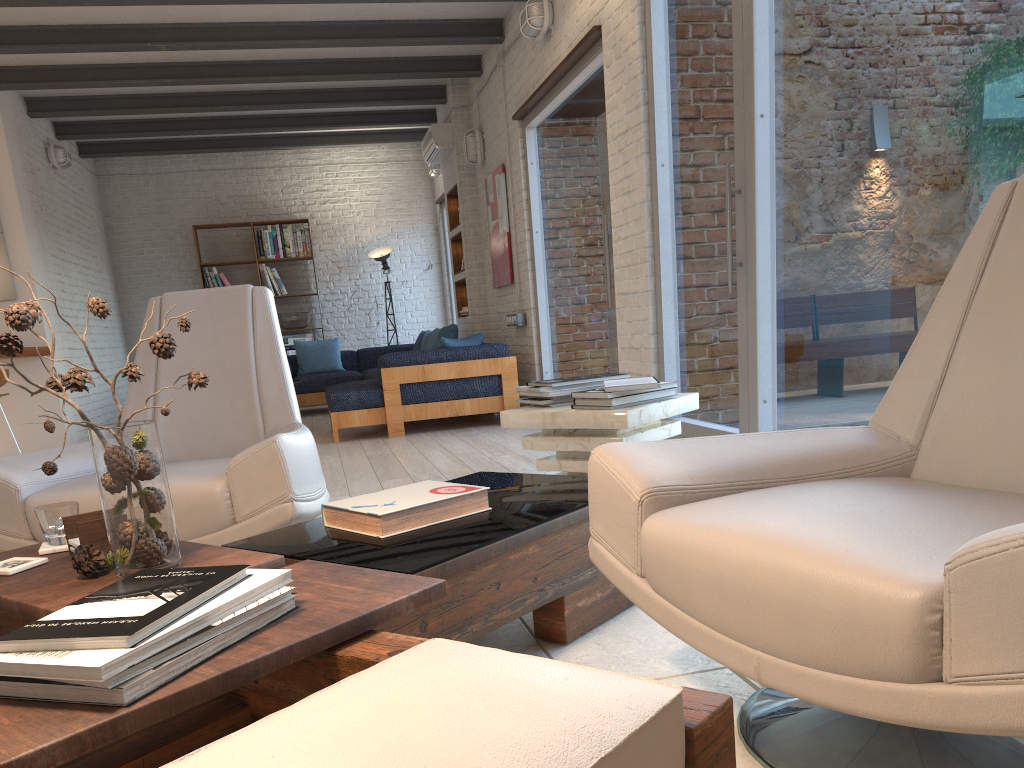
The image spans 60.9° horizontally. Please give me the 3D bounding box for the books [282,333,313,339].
[{"bbox_3d":[-2.645,-0.587,10.730,0.378,0.037,0.238,-6,4,-12],"label":"books"}]

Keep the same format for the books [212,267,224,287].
[{"bbox_3d":[-3.474,-1.192,10.406,0.121,0.394,0.236,-7,11,-12],"label":"books"}]

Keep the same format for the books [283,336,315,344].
[{"bbox_3d":[-2.638,-0.536,10.748,0.377,0.066,0.239,-6,5,-17],"label":"books"}]

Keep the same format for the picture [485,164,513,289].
[{"bbox_3d":[-0.119,-1.352,7.653,0.019,0.991,0.722,-8,11,-13],"label":"picture"}]

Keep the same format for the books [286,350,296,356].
[{"bbox_3d":[-2.620,-0.393,10.765,0.375,0.066,0.240,-7,5,-25],"label":"books"}]

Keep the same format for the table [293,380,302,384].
[{"bbox_3d":[-2.554,0.226,8.263,1.074,0.460,1.782,-5,5,-7],"label":"table"}]

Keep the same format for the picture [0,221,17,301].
[{"bbox_3d":[-4.459,-1.175,7.032,0.652,1.049,0.019,-7,14,-11],"label":"picture"}]

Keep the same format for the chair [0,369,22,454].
[{"bbox_3d":[-3.422,0.311,5.686,0.421,0.800,0.391,-7,12,-12],"label":"chair"}]

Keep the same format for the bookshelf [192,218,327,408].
[{"bbox_3d":[-2.990,-0.795,10.587,1.312,2.275,0.353,-7,14,-11],"label":"bookshelf"}]

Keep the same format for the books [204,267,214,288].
[{"bbox_3d":[-3.581,-1.184,10.397,0.091,0.397,0.236,-8,11,-12],"label":"books"}]

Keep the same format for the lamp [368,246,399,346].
[{"bbox_3d":[-1.311,-0.755,10.619,0.494,1.906,0.857,-15,16,-39],"label":"lamp"}]

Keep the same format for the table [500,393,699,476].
[{"bbox_3d":[0.323,0.314,3.041,0.492,0.521,0.481,2,12,37],"label":"table"}]

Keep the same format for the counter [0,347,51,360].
[{"bbox_3d":[-4.417,0.287,6.127,1.678,0.948,2.435,-6,5,-12],"label":"counter"}]

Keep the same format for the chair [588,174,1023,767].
[{"bbox_3d":[0.786,0.125,1.532,0.970,1.031,1.007,-10,10,-27],"label":"chair"}]

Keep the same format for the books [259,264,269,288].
[{"bbox_3d":[-2.975,-1.241,10.524,0.101,0.396,0.236,-8,11,-12],"label":"books"}]

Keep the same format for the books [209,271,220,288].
[{"bbox_3d":[-3.533,-1.164,10.431,0.102,0.345,0.247,-8,11,-12],"label":"books"}]

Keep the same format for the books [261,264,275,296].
[{"bbox_3d":[-2.933,-1.243,10.509,0.103,0.396,0.236,-8,11,-12],"label":"books"}]

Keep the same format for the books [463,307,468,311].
[{"bbox_3d":[-0.447,-0.783,9.059,0.132,0.035,0.200,-5,4,-2],"label":"books"}]

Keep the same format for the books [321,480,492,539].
[{"bbox_3d":[-0.256,0.299,2.127,0.320,0.058,0.253,-9,6,-41],"label":"books"}]

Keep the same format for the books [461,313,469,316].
[{"bbox_3d":[-0.453,-0.729,9.076,0.162,0.017,0.245,-5,4,-2],"label":"books"}]

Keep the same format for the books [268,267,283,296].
[{"bbox_3d":[-2.863,-1.235,10.545,0.124,0.360,0.264,-7,11,-12],"label":"books"}]

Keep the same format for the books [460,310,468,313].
[{"bbox_3d":[-0.445,-0.756,9.059,0.170,0.019,0.230,-6,4,-10],"label":"books"}]

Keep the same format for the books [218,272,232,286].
[{"bbox_3d":[-3.387,-1.171,10.454,0.194,0.329,0.247,-7,10,-12],"label":"books"}]

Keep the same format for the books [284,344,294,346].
[{"bbox_3d":[-2.638,-0.492,10.740,0.442,0.021,0.265,-6,4,-12],"label":"books"}]

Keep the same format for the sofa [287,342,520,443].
[{"bbox_3d":[-1.397,-0.007,8.593,2.070,0.681,3.854,-6,4,-12],"label":"sofa"}]

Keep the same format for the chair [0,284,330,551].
[{"bbox_3d":[-1.088,0.187,2.917,1.028,1.050,0.939,-4,9,5],"label":"chair"}]

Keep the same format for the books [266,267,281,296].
[{"bbox_3d":[-2.882,-1.232,10.532,0.124,0.360,0.264,-7,11,-12],"label":"books"}]

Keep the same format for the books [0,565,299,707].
[{"bbox_3d":[-0.500,0.331,1.207,0.250,0.077,0.389,-3,5,20],"label":"books"}]

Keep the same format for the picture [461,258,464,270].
[{"bbox_3d":[-0.463,-1.297,9.011,0.101,0.252,0.189,-10,11,-21],"label":"picture"}]

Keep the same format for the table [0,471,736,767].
[{"bbox_3d":[-0.456,0.498,1.851,2.197,0.443,1.921,-1,6,39],"label":"table"}]

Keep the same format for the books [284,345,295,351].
[{"bbox_3d":[-2.649,-0.451,10.734,0.324,0.057,0.249,-6,5,-17],"label":"books"}]
